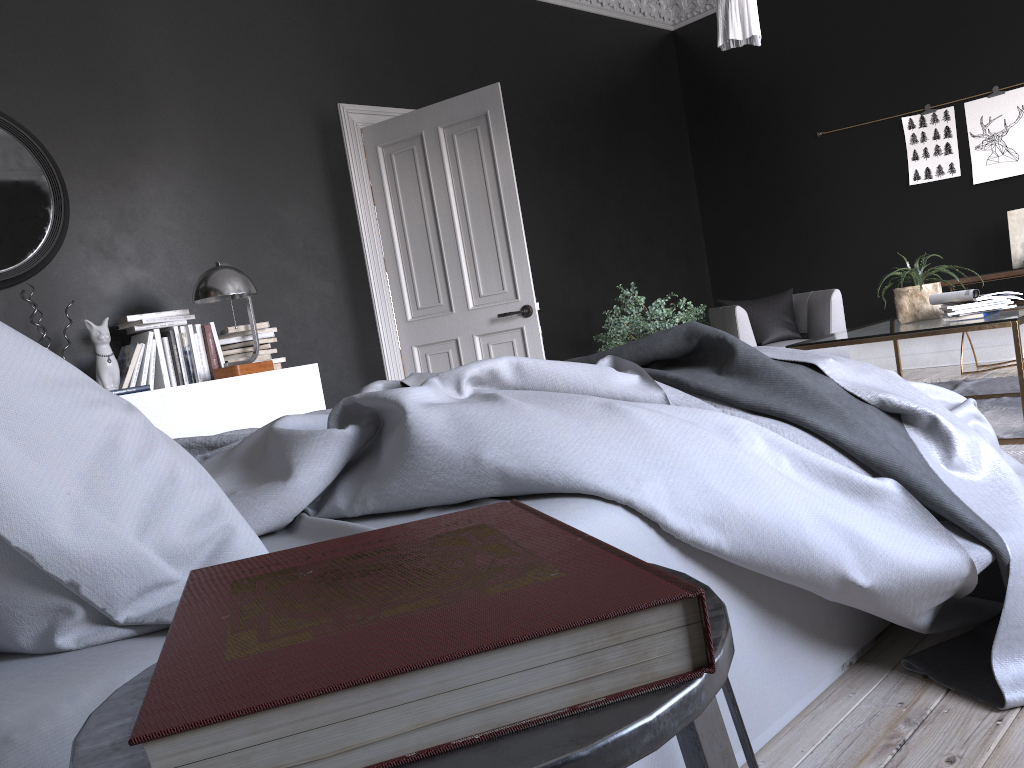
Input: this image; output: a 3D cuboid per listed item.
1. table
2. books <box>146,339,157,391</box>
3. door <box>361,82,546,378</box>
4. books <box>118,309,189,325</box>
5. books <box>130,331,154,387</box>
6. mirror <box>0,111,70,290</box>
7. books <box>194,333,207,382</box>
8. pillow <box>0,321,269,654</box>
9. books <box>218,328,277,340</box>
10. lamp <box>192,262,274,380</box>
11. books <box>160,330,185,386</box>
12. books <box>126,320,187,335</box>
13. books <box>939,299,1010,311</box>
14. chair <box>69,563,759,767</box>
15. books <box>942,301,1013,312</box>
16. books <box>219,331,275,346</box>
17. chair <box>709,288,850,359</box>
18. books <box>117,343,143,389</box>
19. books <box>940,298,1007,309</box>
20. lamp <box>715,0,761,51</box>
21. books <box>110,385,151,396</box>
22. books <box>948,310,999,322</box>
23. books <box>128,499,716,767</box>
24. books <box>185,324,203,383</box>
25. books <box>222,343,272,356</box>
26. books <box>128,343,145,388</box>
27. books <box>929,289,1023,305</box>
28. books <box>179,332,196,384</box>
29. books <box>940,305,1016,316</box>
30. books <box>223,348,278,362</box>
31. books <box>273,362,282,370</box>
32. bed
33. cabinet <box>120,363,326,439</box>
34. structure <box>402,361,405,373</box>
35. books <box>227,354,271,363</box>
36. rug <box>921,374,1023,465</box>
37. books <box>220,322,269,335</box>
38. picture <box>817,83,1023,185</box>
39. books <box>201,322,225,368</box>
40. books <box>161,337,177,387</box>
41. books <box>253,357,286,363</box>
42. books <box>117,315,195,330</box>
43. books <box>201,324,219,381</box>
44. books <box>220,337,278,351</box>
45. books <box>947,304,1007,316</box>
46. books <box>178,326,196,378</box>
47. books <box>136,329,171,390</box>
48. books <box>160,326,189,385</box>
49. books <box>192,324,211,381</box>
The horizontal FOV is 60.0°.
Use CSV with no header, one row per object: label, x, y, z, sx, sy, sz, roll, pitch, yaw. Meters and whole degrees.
table,2.352,-0.080,4.773,1.094,0.559,1.445,-6,5,45
books,-1.876,-0.089,4.531,0.195,0.256,0.091,-6,6,45
door,-0.336,-0.600,5.760,1.099,2.377,0.215,-7,5,32
books,-1.863,-0.345,4.606,0.306,0.030,0.221,-12,4,-35
books,-1.901,-0.104,4.505,0.220,0.296,0.126,-6,6,45
mirror,-2.581,-0.898,4.195,0.061,0.925,0.922,-5,6,45
books,-1.701,-0.129,4.712,0.195,0.259,0.026,-6,6,45
pillow,-1.050,0.122,1.407,1.832,0.761,0.678,-6,5,44
books,-1.503,-0.274,4.947,0.307,0.024,0.219,-8,3,20
lamp,-1.446,-0.333,4.563,0.329,0.591,0.340,-8,4,25
books,-1.778,-0.126,4.598,0.193,0.290,0.030,-6,6,44
books,-1.840,-0.295,4.588,0.258,0.026,0.195,-12,4,-35
books,2.263,-0.389,4.351,0.253,0.011,0.318,-9,3,16
chair,-0.009,0.500,0.599,0.613,0.674,0.612,-10,4,-1
books,2.282,-0.382,4.359,0.253,0.011,0.318,-9,3,16
books,-1.482,-0.250,4.937,0.306,0.030,0.220,-10,3,-15
chair,1.998,-0.274,6.729,0.818,0.864,0.769,-10,4,-5
books,-1.938,-0.068,4.424,0.203,0.247,0.158,-6,5,45
books,2.254,-0.398,4.345,0.253,0.011,0.318,-8,3,21
lamp,0.760,-2.370,3.499,0.783,2.051,0.781,-10,4,-2
books,-1.853,0.045,4.110,0.289,0.030,0.193,-12,4,-39
books,2.260,-0.338,4.336,0.163,0.023,0.231,-6,4,45
books,-0.076,0.148,0.580,0.275,0.045,0.346,-10,3,-15
books,-1.723,-0.148,4.689,0.220,0.308,0.024,-6,6,45
books,-1.487,-0.188,4.933,0.289,0.030,0.193,-10,3,-14
books,-1.931,-0.070,4.475,0.195,0.245,0.132,-6,5,45
books,2.301,-0.423,4.406,0.273,0.109,0.322,-10,3,-10
books,-1.728,-0.124,4.626,0.205,0.270,0.029,-6,6,45
books,2.299,-0.365,4.385,0.253,0.011,0.318,-9,3,11
books,-1.473,-0.160,4.934,0.269,0.029,0.202,-9,3,15
books,-1.414,-0.079,4.948,0.234,0.038,0.295,-11,3,-18
bed,-0.215,0.127,2.166,2.768,1.300,3.275,-7,4,33
cabinet,-1.999,0.530,4.163,0.571,0.883,2.391,-6,5,45
structure,-1.595,0.157,10.514,1.142,0.850,0.275,-6,5,45
books,-1.459,-0.132,4.932,0.229,0.031,0.318,-10,3,-15
rug,2.258,0.202,4.866,2.108,0.050,3.636,-6,4,45
books,-1.484,-0.302,4.912,0.220,0.030,0.306,-11,3,-25
picture,4.346,-2.027,6.305,4.462,0.772,0.057,-7,5,45
books,-1.630,-0.169,4.785,0.220,0.308,0.050,-6,6,45
books,-1.812,-0.104,4.597,0.195,0.259,0.026,-6,6,45
books,-1.429,-0.109,4.947,0.228,0.025,0.319,-12,4,-35
books,-1.838,-0.320,4.590,0.220,0.024,0.306,-7,4,35
books,-1.660,-0.157,4.756,0.235,0.296,0.038,-6,6,45
books,-1.477,-0.220,4.932,0.290,0.030,0.192,-9,3,19
books,2.274,-0.369,4.348,0.253,0.011,0.317,-8,3,26
books,-1.761,-0.142,4.690,0.221,0.307,0.030,-6,6,45
books,-1.857,-0.120,4.590,0.221,0.307,0.030,-6,6,45
books,-1.777,-0.136,4.633,0.220,0.308,0.024,-6,6,45
books,-1.703,-0.155,4.749,0.221,0.307,0.030,-6,6,45
